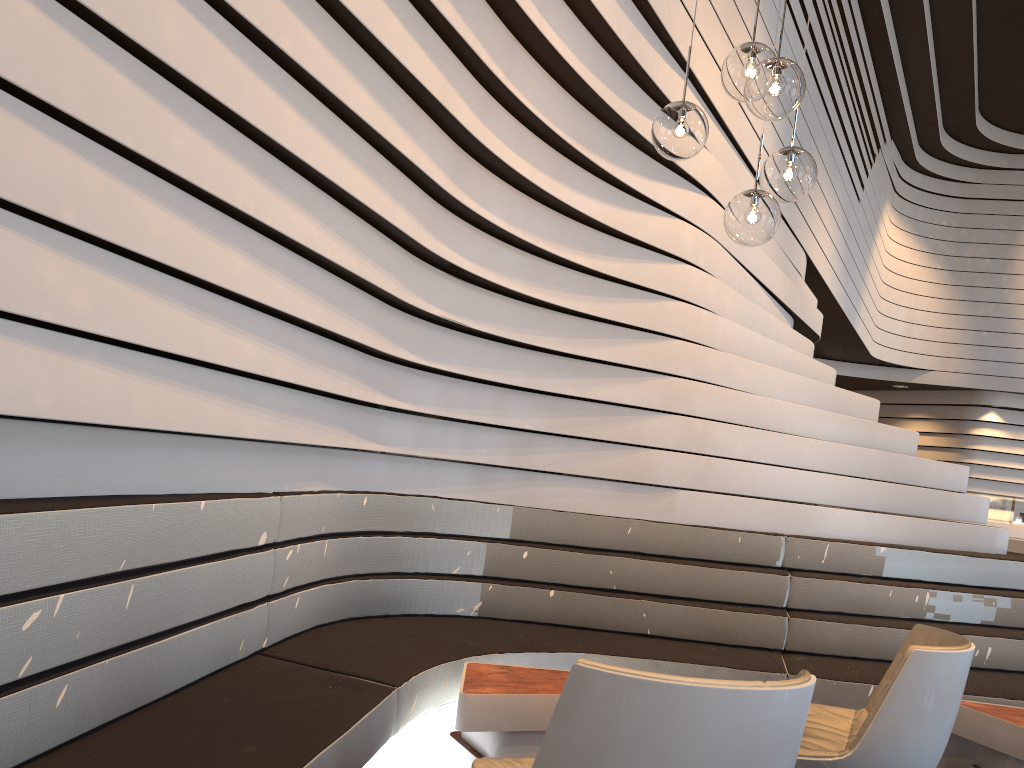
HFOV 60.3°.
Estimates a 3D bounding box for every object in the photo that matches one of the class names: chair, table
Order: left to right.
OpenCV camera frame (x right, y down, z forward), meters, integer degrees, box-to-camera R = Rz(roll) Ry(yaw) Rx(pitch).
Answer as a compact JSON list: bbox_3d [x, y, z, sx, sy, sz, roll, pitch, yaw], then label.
[{"bbox_3d":[0.143,1.233,3.152,0.906,0.371,0.414,9,-3,-25],"label":"table"},{"bbox_3d":[0.264,0.948,1.975,0.657,0.767,0.711,8,-2,-18],"label":"chair"},{"bbox_3d":[0.972,1.099,2.707,0.710,0.767,0.657,6,-2,28],"label":"chair"},{"bbox_3d":[2.185,1.511,3.426,0.905,0.371,0.414,7,-2,1],"label":"table"}]

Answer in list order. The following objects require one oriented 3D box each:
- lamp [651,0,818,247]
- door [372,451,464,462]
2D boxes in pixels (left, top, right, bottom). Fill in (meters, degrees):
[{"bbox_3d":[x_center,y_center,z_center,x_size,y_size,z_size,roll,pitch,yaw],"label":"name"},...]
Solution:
[{"bbox_3d":[0.949,-2.774,2.544,0.532,4.720,0.332,7,1,-10],"label":"lamp"},{"bbox_3d":[-0.628,0.553,6.472,0.970,2.108,0.163,7,1,28],"label":"door"}]
